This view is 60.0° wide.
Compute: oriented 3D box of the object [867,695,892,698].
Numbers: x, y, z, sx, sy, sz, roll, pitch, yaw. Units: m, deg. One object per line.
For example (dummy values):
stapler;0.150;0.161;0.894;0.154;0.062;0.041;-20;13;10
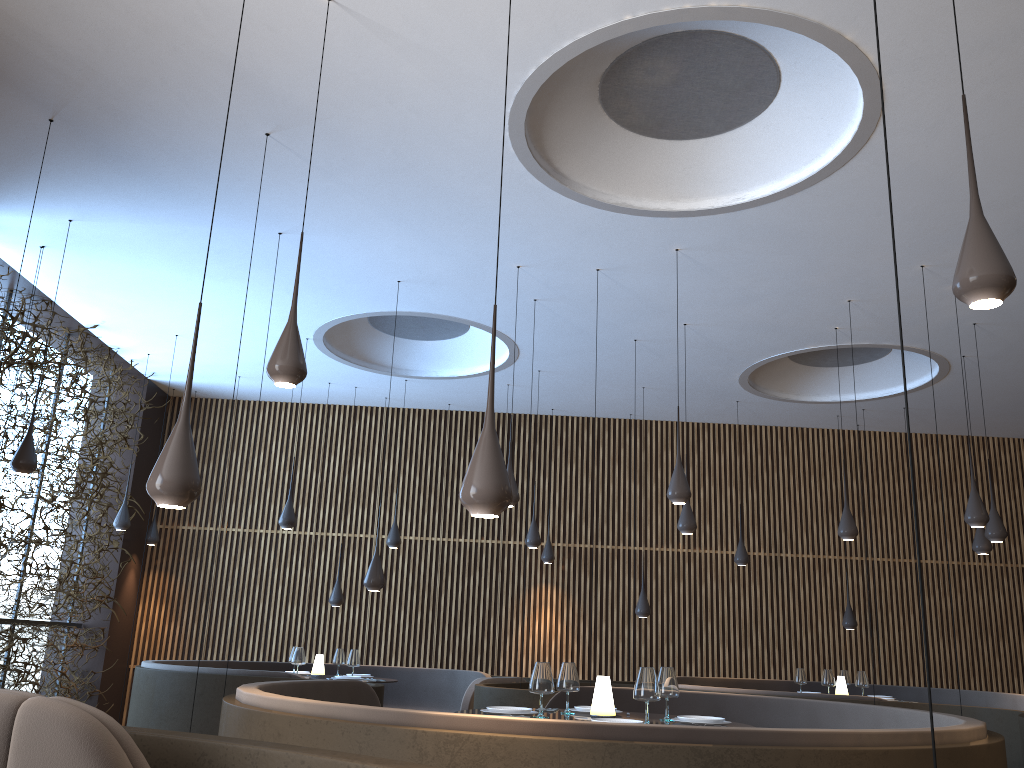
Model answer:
object;4.112;3.500;9.903;0.263;0.029;0.265;2;-17;3

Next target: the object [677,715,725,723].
object;1.055;1.875;4.946;0.263;0.029;0.265;-2;-17;13

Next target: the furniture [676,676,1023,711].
furniture;3.911;4.028;10.265;3.939;1.040;1.992;-7;-19;29

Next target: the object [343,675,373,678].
object;-1.667;3.179;9.625;0.332;0.014;0.334;7;-17;-16

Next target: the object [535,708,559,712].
object;0.219;2.029;5.517;0.126;0.016;0.264;0;-17;9

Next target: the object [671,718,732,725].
object;1.055;1.884;4.944;0.332;0.014;0.334;0;-17;7

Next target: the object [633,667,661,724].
object;0.705;1.633;4.630;0.142;0.293;0.142;15;-20;-38

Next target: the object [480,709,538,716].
object;-0.015;1.869;5.044;0.332;0.014;0.334;1;-17;6

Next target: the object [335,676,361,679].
object;-1.647;2.952;8.903;0.263;0.029;0.265;1;-17;4

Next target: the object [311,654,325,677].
object;-2.029;2.957;9.307;0.142;0.230;0.145;9;-17;-21

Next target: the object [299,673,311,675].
object;-2.347;3.170;9.695;0.332;0.014;0.334;3;-17;-3

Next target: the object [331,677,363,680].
object;-1.648;2.961;8.900;0.332;0.014;0.334;7;-17;-15

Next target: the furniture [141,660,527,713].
furniture;-1.804;3.459;9.093;3.889;1.040;3.811;10;-18;-24

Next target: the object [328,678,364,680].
object;-1.650;2.961;8.896;0.205;0.011;0.412;-13;-23;42

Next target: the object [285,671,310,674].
object;-2.346;3.161;9.697;0.263;0.029;0.265;5;-17;-9

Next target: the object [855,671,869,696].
object;3.792;3.262;9.597;0.142;0.293;0.143;-5;-17;25

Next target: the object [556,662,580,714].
object;0.338;1.835;5.351;0.142;0.293;0.143;-3;-17;19

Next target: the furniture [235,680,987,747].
furniture;0.472;2.283;4.782;3.887;1.110;3.810;11;-18;-25

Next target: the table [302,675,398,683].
table;-2.055;3.557;9.141;1.678;1.017;1.678;16;-21;-39

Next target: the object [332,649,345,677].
object;-1.893;3.045;9.687;0.142;0.293;0.142;-11;-21;40

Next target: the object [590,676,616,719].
object;0.512;1.763;4.984;0.142;0.230;0.145;-1;-16;14

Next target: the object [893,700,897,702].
object;3.844;3.297;9.234;0.332;0.014;0.334;-7;-19;29

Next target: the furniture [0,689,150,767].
furniture;-1.764;0.932;1.167;2.531;1.053;0.937;4;-16;-5

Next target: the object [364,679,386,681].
object;-1.411;3.032;9.077;0.127;0.016;0.263;17;-22;-39

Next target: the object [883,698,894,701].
object;3.844;3.288;9.237;0.263;0.029;0.265;6;-17;-11

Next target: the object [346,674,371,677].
object;-1.667;3.169;9.628;0.263;0.029;0.265;6;-17;-13

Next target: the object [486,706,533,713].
object;-0.015;1.860;5.046;0.264;0.029;0.264;14;-20;-33

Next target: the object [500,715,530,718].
object;-0.030;1.787;4.751;0.262;0.016;0.127;2;-17;0

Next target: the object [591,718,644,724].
object;0.528;1.702;4.446;0.263;0.029;0.265;-1;-17;12

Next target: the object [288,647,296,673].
object;-2.326;2.972;9.506;0.142;0.293;0.143;3;-16;-1

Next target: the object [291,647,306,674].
object;-2.153;2.806;8.930;0.142;0.293;0.143;4;-16;-7

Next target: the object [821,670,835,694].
object;3.389;3.213;9.492;0.142;0.293;0.143;6;-16;-13

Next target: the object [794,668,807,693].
object;3.237;3.342;9.942;0.142;0.293;0.142;-6;-18;28

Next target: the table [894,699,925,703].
table;3.588;3.925;9.558;1.673;1.017;1.683;6;-17;-11

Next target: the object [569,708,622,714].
object;0.514;2.015;5.454;0.332;0.014;0.334;-2;-17;16

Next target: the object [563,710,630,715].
object;0.519;2.016;5.453;0.410;0.011;0.206;1;-17;5

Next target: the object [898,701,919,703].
object;4.135;3.339;9.307;0.126;0.016;0.263;8;-18;-17

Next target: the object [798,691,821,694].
object;3.406;3.547;10.159;0.263;0.029;0.264;-9;-20;32

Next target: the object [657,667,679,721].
object;0.899;1.796;5.143;0.142;0.293;0.142;12;-18;-29

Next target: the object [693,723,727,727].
object;1.055;1.884;4.939;0.204;0.011;0.413;2;-17;0

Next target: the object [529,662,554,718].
object;0.164;1.700;4.928;0.142;0.293;0.142;13;-19;-33

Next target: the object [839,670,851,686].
object;3.798;3.421;10.124;0.142;0.293;0.142;-8;-19;34

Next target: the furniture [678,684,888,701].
furniture;2.492;3.435;8.367;2.537;1.040;0.904;-11;-21;38

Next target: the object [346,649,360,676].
object;-1.640;2.898;9.161;0.142;0.293;0.143;5;-16;-8

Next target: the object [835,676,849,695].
object;3.614;3.325;9.724;0.142;0.230;0.145;5;-16;-10

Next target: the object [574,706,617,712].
object;0.515;2.006;5.456;0.263;0.029;0.265;4;-17;-6
